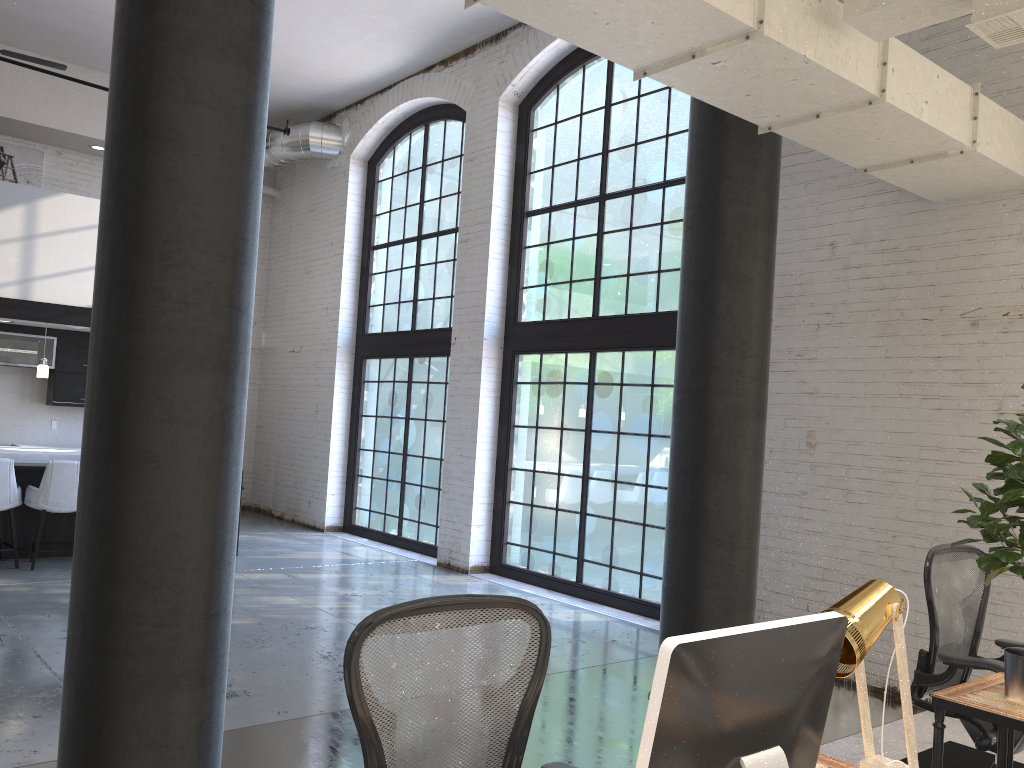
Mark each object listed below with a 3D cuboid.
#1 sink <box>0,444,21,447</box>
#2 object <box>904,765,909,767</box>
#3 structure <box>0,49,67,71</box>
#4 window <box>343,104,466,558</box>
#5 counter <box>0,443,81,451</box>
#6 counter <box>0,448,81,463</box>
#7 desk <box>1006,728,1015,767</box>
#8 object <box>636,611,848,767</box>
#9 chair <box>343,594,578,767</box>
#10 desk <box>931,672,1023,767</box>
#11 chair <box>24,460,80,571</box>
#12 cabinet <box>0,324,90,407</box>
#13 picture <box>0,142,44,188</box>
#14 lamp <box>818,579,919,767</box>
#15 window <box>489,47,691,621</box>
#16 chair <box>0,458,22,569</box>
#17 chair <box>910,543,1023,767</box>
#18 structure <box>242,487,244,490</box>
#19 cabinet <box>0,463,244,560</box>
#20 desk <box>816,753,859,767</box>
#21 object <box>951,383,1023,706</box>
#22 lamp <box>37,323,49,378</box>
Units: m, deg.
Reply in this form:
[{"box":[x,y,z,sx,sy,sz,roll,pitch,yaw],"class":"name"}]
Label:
[{"box":[-5.983,0.767,10.032,0.677,0.168,0.475,6,-3,-39],"class":"sink"},{"box":[0.693,0.799,1.624,0.054,0.207,0.008,3,-2,16],"class":"object"},{"box":[-4.999,-3.442,8.197,1.189,0.863,1.369,2,-3,41],"class":"structure"},{"box":[-1.144,-0.645,10.371,0.138,5.177,2.490,5,-2,-39],"class":"window"},{"box":[-6.210,0.659,9.237,4.241,0.045,1.709,6,-3,-39],"class":"counter"},{"box":[-4.485,0.695,8.627,2.294,0.095,0.976,6,-3,-39],"class":"counter"},{"box":[2.415,1.430,3.357,1.402,0.724,0.529,6,-3,-39],"class":"desk"},{"box":[0.392,0.635,1.451,0.484,0.485,0.189,5,-2,-39],"class":"object"},{"box":[-0.012,1.059,1.962,0.792,1.085,0.771,2,-2,34],"class":"chair"},{"box":[1.933,1.358,2.408,0.530,0.724,1.400,5,-3,-39],"class":"desk"},{"box":[-3.995,1.155,7.842,0.579,0.984,0.501,5,-2,-28],"class":"chair"},{"box":[-5.399,0.415,8.265,4.234,2.314,4.274,5,-3,-39],"class":"cabinet"},{"box":[-6.156,-2.331,10.807,0.731,1.182,0.049,5,-2,-39],"class":"picture"},{"box":[0.729,0.644,1.838,0.345,0.469,0.127,5,-2,-39],"class":"lamp"},{"box":[0.761,-0.626,8.037,0.138,5.177,2.490,5,-2,-39],"class":"window"},{"box":[-4.505,1.112,7.598,0.580,0.984,0.501,5,-2,-43],"class":"chair"},{"box":[2.046,1.243,3.676,0.792,1.085,0.771,2,-2,34],"class":"chair"},{"box":[-4.422,0.188,11.657,1.663,3.185,0.929,5,-2,-39],"class":"structure"},{"box":[-4.206,1.210,8.614,2.693,0.910,1.370,6,-3,-39],"class":"cabinet"},{"box":[0.357,1.246,1.643,1.402,0.724,0.529,6,-3,-39],"class":"desk"},{"box":[1.658,0.456,2.801,0.438,1.077,0.514,2,-2,41],"class":"object"},{"box":[-4.606,-0.372,8.743,0.100,0.623,0.100,5,-2,-33],"class":"lamp"}]
